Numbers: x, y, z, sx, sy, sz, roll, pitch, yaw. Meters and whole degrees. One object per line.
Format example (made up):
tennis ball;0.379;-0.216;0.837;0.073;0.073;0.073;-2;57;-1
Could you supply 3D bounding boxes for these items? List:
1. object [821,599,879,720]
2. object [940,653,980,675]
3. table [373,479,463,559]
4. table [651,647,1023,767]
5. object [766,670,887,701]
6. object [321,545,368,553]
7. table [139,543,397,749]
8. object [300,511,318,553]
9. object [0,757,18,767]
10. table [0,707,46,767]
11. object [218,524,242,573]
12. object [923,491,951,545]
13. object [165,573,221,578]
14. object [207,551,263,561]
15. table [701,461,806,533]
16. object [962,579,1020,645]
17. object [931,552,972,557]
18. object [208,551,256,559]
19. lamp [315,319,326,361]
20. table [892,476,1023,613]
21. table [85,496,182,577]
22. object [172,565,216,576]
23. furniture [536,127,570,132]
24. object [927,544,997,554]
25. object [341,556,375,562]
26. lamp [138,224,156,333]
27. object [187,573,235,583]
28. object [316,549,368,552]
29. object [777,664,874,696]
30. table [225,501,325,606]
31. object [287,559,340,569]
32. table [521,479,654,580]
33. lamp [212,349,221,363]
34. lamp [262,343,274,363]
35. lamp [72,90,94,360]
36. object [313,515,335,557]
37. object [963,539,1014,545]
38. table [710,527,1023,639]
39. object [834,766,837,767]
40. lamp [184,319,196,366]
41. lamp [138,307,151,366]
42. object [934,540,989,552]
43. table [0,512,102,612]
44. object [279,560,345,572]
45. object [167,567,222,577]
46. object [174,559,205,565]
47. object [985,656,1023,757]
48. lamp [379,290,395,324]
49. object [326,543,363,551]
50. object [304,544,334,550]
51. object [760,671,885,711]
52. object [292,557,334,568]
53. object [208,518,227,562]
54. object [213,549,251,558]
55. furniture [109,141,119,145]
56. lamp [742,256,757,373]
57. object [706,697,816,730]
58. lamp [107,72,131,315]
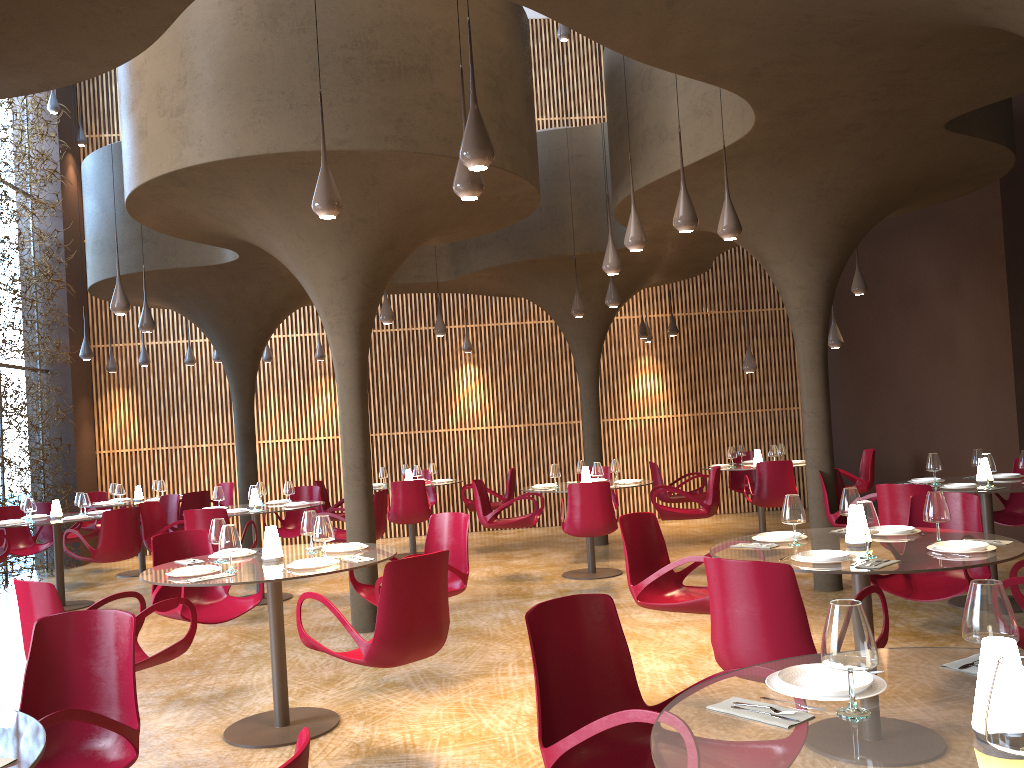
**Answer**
object;0.888;0.722;2.333;0.142;0.295;0.142;-4;-1;4
object;1.437;0.849;2.700;0.262;0.017;0.126;-2;-3;-31
table;-1.563;2.119;13.778;1.672;1.130;1.673;-4;-2;5
table;1.209;1.404;2.095;1.671;1.130;1.674;-2;-3;-36
object;0.906;0.869;2.564;0.332;0.014;0.332;-4;-3;14
object;-1.191;1.175;6.318;0.332;0.014;0.332;-5;-3;19
table;-1.585;1.761;5.998;1.671;1.130;1.674;-2;-3;-41
object;-1.432;1.052;6.308;0.142;0.295;0.142;-4;-1;10
object;-1.466;1.016;2.360;0.262;0.017;0.126;-5;-3;19
table;-2.052;1.613;2.165;1.673;1.130;1.672;-4;-2;18
object;-1.790;1.043;5.625;0.142;0.295;0.142;-3;-1;-9
object;2.374;0.749;4.950;0.142;0.295;0.142;-4;-2;22
object;-2.017;1.196;5.630;0.411;0.012;0.204;-6;-4;44
object;-2.005;1.230;6.374;0.410;0.012;0.204;-1;-4;-44
table;3.668;1.756;13.056;1.673;1.130;1.672;-4;-2;16
object;1.338;0.701;2.481;0.142;0.295;0.142;-3;-1;-21
object;2.386;0.876;4.711;0.204;0.012;0.410;-6;-4;41
object;-2.008;1.229;6.371;0.332;0.014;0.332;-4;-3;12
lamp;-3.659;-3.554;16.091;0.196;6.273;0.196;-4;-1;21
table;4.440;1.485;8.243;1.671;1.130;1.674;-2;-3;-36
table;-5.798;2.389;13.848;1.674;1.130;1.671;-5;-3;38
object;-2.014;1.185;5.627;0.263;0.029;0.263;-2;-3;-32
furniture;0.110;-2.884;12.706;2.534;1.047;0.900;-5;-3;37
object;2.389;0.875;4.715;0.332;0.014;0.332;-5;-3;20
object;-1.008;1.146;5.800;0.126;0.017;0.262;-2;-3;-36
lamp;-4.565;-3.747;10.675;0.196;6.273;0.196;-5;-1;41
object;-1.828;1.179;5.388;0.262;0.017;0.126;-1;-3;-41
object;-1.187;1.175;6.315;0.411;0.012;0.204;-6;-3;40
object;0.905;0.859;2.564;0.263;0.029;0.263;-2;-3;-34
table;-3.110;2.082;10.858;1.673;1.130;1.673;-4;-2;15
object;-1.263;1.148;5.638;0.332;0.014;0.332;-4;-3;16
table;0.978;1.839;11.193;1.673;1.130;1.673;-4;-2;15
lamp;-5.202;-3.498;15.182;0.196;6.273;0.196;-4;-1;11
lamp;-4.541;-3.509;15.848;0.196;6.273;0.196;-4;-1;11
lamp;-6.596;-3.493;13.402;0.196;6.273;0.196;-4;-1;21
object;-1.245;1.020;5.872;0.142;0.295;0.142;-5;-2;42
object;2.618;0.877;4.912;0.126;0.017;0.262;-1;-4;-44
table;2.025;1.491;5.076;1.671;1.130;1.674;-2;-3;-44
object;0.775;0.841;1.756;0.204;0.012;0.411;-1;-3;-39
lamp;-5.770;-3.451;15.423;0.196;6.273;0.196;-3;-1;-19
lamp;-6.389;-3.432;15.005;0.196;6.273;0.196;-4;-1;21
object;2.388;0.865;4.715;0.263;0.029;0.263;-4;-3;17
table;-5.719;2.262;11.193;1.674;1.130;1.671;-5;-3;38
object;-1.266;1.149;5.635;0.410;0.012;0.204;-1;-3;-40
object;-2.014;1.194;5.627;0.331;0.014;0.332;-1;-4;-41
object;-2.251;1.243;6.191;0.126;0.017;0.262;-1;-3;-40
object;1.000;0.687;1.724;0.142;0.295;0.142;-4;-1;9
lamp;-1.775;-3.894;11.288;0.196;6.273;0.196;-4;-1;31
object;-1.192;1.165;6.318;0.263;0.029;0.263;-6;-3;41
object;-1.392;1.205;6.542;0.126;0.017;0.262;-6;-4;44
object;0.909;0.870;2.567;0.410;0.012;0.204;-1;-4;-45
object;-1.264;1.138;5.638;0.263;0.029;0.263;-1;-3;-39
object;-2.028;1.082;6.140;0.142;0.295;0.142;-5;-2;38
object;-2.009;1.219;6.371;0.263;0.029;0.263;-2;-3;-33
furniture;-4.205;-2.597;13.241;3.881;1.047;3.796;-2;-3;-28
lamp;3.058;-3.284;12.174;0.196;6.273;0.196;-5;-1;41
object;0.665;0.883;2.382;0.126;0.017;0.262;-1;-3;-40
lamp;-4.202;-3.841;9.133;0.196;6.273;0.196;-5;-1;41
